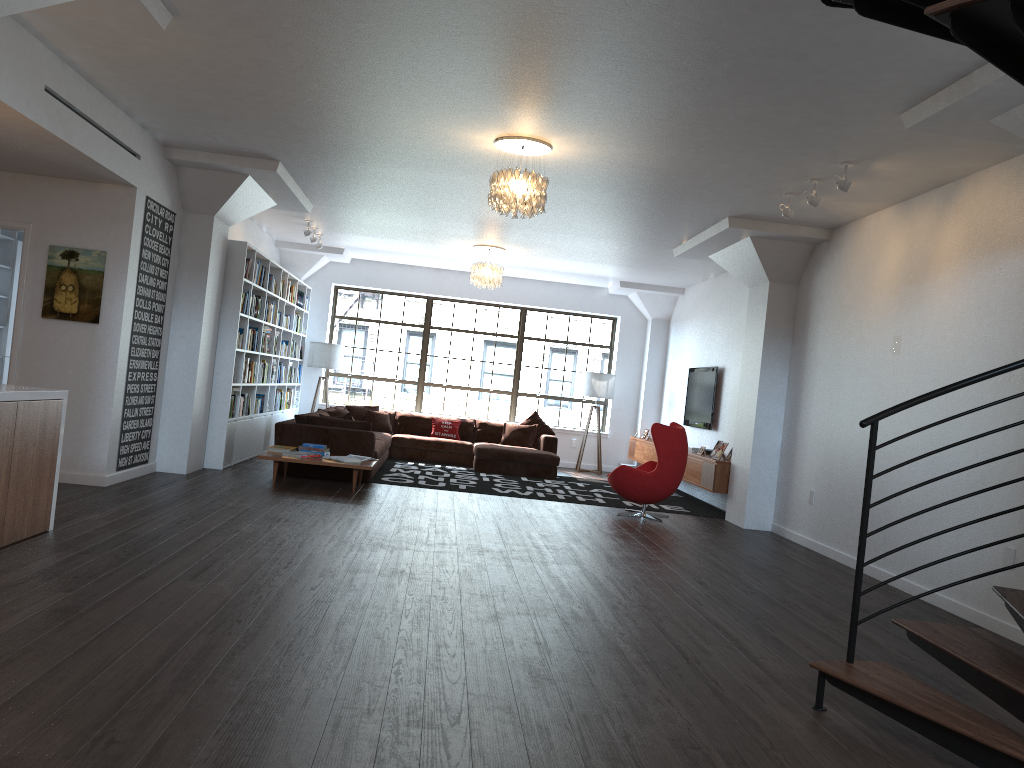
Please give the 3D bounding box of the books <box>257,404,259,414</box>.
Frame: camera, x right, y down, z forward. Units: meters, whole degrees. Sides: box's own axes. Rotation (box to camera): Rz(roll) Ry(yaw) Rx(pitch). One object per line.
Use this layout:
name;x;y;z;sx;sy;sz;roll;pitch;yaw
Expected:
books;-3.207;0.276;10.996;0.122;0.169;0.023;6;0;-4

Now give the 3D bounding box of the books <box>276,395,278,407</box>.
books;-3.285;0.235;12.088;0.160;0.250;0.026;6;0;-5

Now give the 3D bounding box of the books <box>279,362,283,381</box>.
books;-3.265;-0.162;12.195;0.197;0.290;0.136;6;0;-4

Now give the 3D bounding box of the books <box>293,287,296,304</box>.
books;-3.165;-1.259;12.548;0.183;0.253;0.034;6;0;-4

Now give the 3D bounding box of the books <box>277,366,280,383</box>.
books;-3.240;-0.138;12.006;0.174;0.243;0.085;6;0;-4

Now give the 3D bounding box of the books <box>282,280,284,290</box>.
books;-3.108;-1.258;11.691;0.160;0.251;0.031;6;0;-4

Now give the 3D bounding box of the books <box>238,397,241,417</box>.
books;-3.128;0.248;9.929;0.161;0.223;0.032;6;0;-4

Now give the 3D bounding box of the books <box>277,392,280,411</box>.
books;-3.298;0.233;12.195;0.183;0.253;0.034;6;0;-5

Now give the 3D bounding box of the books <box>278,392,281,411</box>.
books;-3.297;0.233;12.229;0.183;0.253;0.034;6;0;-5

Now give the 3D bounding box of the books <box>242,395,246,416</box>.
books;-3.150;0.236;10.157;0.171;0.246;0.039;6;0;-4

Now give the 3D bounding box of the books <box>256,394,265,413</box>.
books;-3.235;0.243;11.305;0.140;0.231;0.042;6;0;-4

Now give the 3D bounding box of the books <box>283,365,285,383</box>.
books;-3.275;-0.142;12.399;0.170;0.251;0.118;6;0;-4

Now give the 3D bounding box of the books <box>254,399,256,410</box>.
books;-3.196;0.271;10.796;0.128;0.178;0.021;6;0;-4

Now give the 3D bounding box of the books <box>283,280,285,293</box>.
books;-3.110;-1.257;11.758;0.160;0.251;0.039;6;0;-4

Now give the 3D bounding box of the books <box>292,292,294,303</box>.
books;-3.162;-1.259;12.445;0.183;0.253;0.034;6;0;-4

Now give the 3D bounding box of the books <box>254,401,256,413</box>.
books;-3.204;0.267;10.822;0.134;0.184;0.030;6;0;-4

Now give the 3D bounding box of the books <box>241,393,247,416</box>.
books;-3.160;0.229;10.236;0.180;0.259;0.042;6;0;-4

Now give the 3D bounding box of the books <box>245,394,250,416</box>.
books;-3.161;0.233;10.323;0.183;0.253;0.042;6;0;-4

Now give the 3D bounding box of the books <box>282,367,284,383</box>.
books;-3.268;-0.138;12.346;0.174;0.242;0.105;6;0;-4

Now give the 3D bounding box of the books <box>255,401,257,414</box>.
books;-3.195;0.284;10.886;0.110;0.153;0.019;6;0;-4

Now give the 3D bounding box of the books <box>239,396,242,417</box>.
books;-3.141;0.243;9.972;0.176;0.231;0.053;6;0;-4

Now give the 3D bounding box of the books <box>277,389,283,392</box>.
books;-3.317;0.214;12.424;0.176;0.290;0.036;6;0;-5

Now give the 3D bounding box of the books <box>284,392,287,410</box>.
books;-3.345;0.232;12.743;0.183;0.253;0.036;6;0;-4

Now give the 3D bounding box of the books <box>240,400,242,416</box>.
books;-3.138;0.248;10.016;0.161;0.223;0.033;6;0;-4

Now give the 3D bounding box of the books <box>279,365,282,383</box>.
books;-3.242;-0.141;12.093;0.182;0.253;0.098;6;0;-4

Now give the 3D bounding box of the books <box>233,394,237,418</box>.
books;-3.120;0.233;9.726;0.180;0.251;0.048;6;0;-4

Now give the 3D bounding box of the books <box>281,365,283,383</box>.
books;-3.265;-0.162;12.258;0.176;0.293;0.125;6;0;-4

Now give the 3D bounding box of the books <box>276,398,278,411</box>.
books;-3.286;0.249;12.113;0.161;0.223;0.026;6;0;-5

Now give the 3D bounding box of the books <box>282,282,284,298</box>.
books;-3.103;-1.243;11.723;0.161;0.223;0.032;6;0;-4

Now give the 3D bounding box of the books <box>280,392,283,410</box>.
books;-3.307;0.233;12.390;0.183;0.253;0.034;6;0;-5

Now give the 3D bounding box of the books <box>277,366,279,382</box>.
books;-3.233;-0.144;11.904;0.182;0.255;0.077;6;0;-4

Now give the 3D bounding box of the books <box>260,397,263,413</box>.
books;-3.216;0.259;11.139;0.146;0.202;0.027;6;0;-4

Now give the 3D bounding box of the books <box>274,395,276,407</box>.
books;-3.279;0.248;11.958;0.161;0.223;0.026;6;0;-5

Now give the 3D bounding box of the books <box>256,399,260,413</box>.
books;-3.209;0.274;11.024;0.126;0.173;0.032;6;0;-4

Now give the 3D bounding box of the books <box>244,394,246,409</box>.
books;-3.155;0.234;10.196;0.160;0.251;0.039;6;0;-4

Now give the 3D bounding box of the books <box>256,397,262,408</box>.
books;-3.222;0.258;11.112;0.146;0.202;0.027;6;0;-4

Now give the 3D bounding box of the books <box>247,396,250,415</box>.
books;-3.170;0.242;10.412;0.174;0.236;0.142;6;0;-5

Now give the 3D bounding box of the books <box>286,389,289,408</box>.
books;-3.374;0.215;12.982;0.198;0.284;0.066;6;0;-4

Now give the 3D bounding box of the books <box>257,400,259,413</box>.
books;-3.197;0.277;10.975;0.107;0.167;0.017;6;0;-4

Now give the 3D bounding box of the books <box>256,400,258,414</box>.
books;-3.199;0.277;10.923;0.120;0.167;0.020;6;0;-4

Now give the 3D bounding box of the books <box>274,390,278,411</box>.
books;-3.294;0.216;12.041;0.198;0.284;0.066;6;0;-5

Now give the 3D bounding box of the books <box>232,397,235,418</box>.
books;-3.099;0.249;9.608;0.161;0.223;0.032;6;0;-4

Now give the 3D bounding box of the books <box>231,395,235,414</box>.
books;-3.115;0.233;9.644;0.183;0.253;0.042;6;0;-4

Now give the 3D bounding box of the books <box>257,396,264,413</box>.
books;-3.226;0.259;11.221;0.146;0.202;0.027;6;0;-4

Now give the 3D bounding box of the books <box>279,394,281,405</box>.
books;-3.306;0.248;12.315;0.161;0.223;0.027;6;0;-5

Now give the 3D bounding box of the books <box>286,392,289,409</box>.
books;-3.354;0.232;12.924;0.183;0.253;0.037;6;0;-4

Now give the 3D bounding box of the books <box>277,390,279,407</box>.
books;-3.294;0.214;12.152;0.176;0.290;0.053;6;0;-5

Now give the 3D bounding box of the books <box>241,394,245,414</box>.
books;-3.147;0.231;10.084;0.183;0.253;0.042;6;0;-4

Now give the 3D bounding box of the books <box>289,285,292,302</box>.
books;-3.149;-1.255;12.297;0.171;0.246;0.057;6;0;-4

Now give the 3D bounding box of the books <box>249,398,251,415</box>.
books;-3.168;0.257;10.469;0.161;0.207;0.135;6;0;-5

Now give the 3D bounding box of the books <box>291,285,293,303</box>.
books;-3.157;-1.259;12.379;0.183;0.253;0.034;6;0;-4

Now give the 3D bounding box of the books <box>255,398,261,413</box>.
books;-3.215;0.264;11.080;0.139;0.191;0.036;6;0;-4

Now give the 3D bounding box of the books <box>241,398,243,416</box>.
books;-3.137;0.257;10.048;0.161;0.223;0.030;6;0;-5

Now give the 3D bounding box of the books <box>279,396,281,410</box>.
books;-3.316;0.239;12.350;0.174;0.240;0.045;6;0;-5

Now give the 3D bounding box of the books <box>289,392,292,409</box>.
books;-3.383;0.235;13.230;0.171;0.246;0.057;6;0;-4

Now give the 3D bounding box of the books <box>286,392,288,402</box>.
books;-3.350;0.232;12.814;0.183;0.253;0.036;6;0;-4

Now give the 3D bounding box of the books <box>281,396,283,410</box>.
books;-3.321;0.230;12.472;0.180;0.259;0.060;6;0;-5

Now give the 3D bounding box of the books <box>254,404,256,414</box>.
books;-3.205;0.270;10.848;0.128;0.178;0.022;6;0;-4
